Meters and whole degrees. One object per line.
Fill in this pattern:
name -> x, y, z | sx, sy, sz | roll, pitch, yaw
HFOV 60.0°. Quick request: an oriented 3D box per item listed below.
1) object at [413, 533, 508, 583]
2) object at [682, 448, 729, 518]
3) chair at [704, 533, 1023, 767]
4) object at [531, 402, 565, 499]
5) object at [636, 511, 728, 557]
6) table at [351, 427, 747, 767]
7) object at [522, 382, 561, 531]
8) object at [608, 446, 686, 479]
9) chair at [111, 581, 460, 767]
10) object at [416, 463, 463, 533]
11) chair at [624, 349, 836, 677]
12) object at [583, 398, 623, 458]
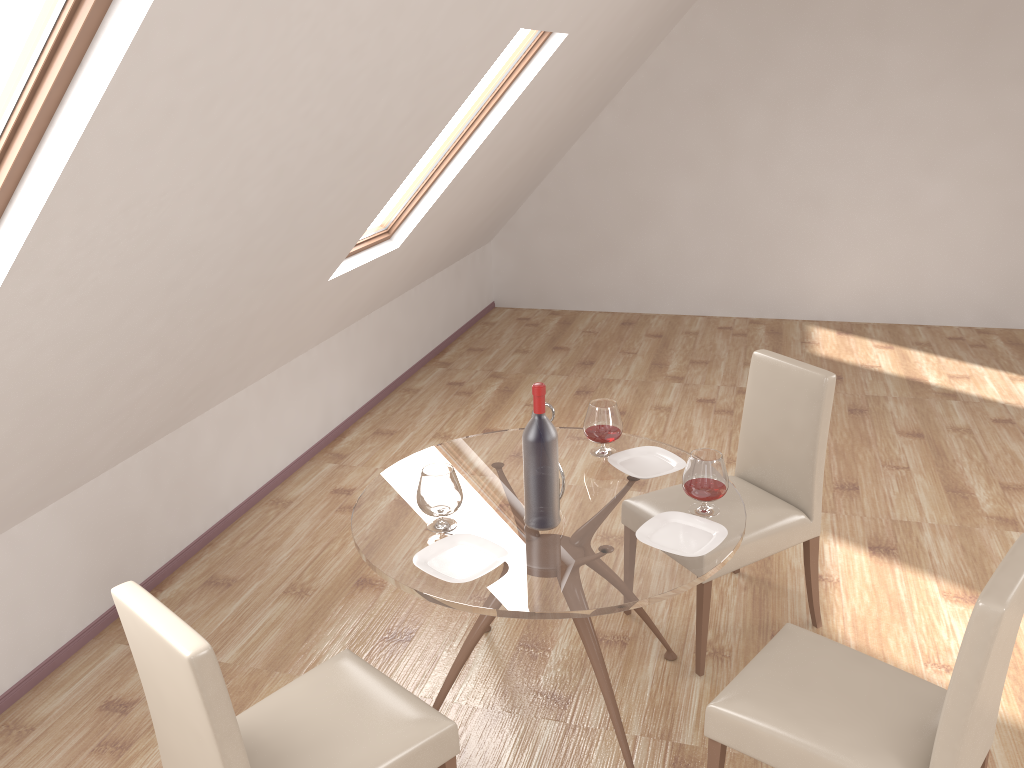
object -> -0.139, 0.479, 2.411 | 0.228, 0.020, 0.228 | 15, 26, 40
object -> 0.571, 0.292, 2.621 | 0.136, 0.183, 0.136 | -3, 20, -4
chair -> 0.881, 0.802, 2.239 | 0.618, 0.999, 0.477 | 15, 25, 39
object -> 0.104, 0.208, 2.696 | 0.086, 0.322, 0.096 | -9, 21, -18
object -> 0.476, 0.427, 2.491 | 0.228, 0.020, 0.228 | 13, 25, 37
table -> 0.121, 0.723, 2.877 | 1.198, 0.770, 1.198 | 13, 24, 36
object -> 0.082, 0.205, 2.534 | 0.109, 0.435, 0.109 | 2, 20, 13
object -> 0.447, 0.267, 2.948 | 0.228, 0.020, 0.228 | -12, 22, -26
chair -> -0.520, 0.870, 2.193 | 0.477, 0.999, 0.618 | 16, 27, 42
object -> -0.211, 0.332, 2.591 | 0.136, 0.183, 0.136 | 16, 26, 41
chair -> 0.793, 0.439, 3.271 | 0.618, 0.999, 0.477 | -12, 22, -26
object -> 0.313, 0.151, 3.047 | 0.136, 0.183, 0.136 | -3, 20, -4
